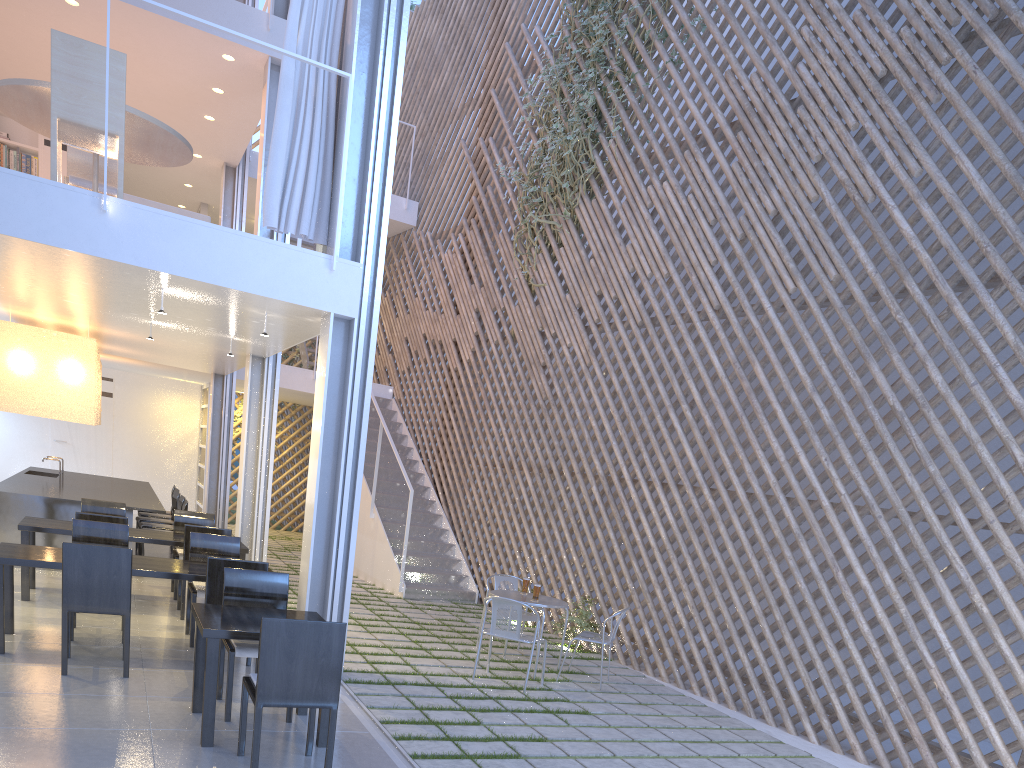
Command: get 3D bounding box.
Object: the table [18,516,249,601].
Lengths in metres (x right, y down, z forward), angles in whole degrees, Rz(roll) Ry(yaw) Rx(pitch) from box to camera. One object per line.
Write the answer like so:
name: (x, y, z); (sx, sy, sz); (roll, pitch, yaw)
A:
table: (-1.718, 0.844, 3.777); (0.933, 0.344, 0.332); (11, 2, -26)

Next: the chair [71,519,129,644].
chair: (-1.536, 0.737, 3.064); (0.194, 0.460, 0.221); (3, 11, -25)

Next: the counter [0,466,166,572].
counter: (-2.764, 0.847, 5.342); (0.830, 0.386, 2.409); (10, -6, -25)

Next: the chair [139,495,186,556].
chair: (-2.155, 0.887, 5.057); (0.242, 0.460, 0.176); (4, 12, -27)

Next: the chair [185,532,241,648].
chair: (-1.168, 0.818, 3.245); (0.194, 0.460, 0.221); (3, 11, -25)

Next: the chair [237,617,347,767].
chair: (-0.552, 0.765, 2.036); (0.194, 0.460, 0.221); (3, 11, -25)

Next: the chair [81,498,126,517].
chair: (-1.946, 0.778, 3.912); (0.194, 0.460, 0.221); (3, 11, -25)

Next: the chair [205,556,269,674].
chair: (-0.972, 0.799, 2.841); (0.194, 0.460, 0.221); (3, 11, -25)

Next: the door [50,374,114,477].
door: (-3.220, 0.281, 4.769); (0.485, 1.212, 5.313); (6, -5, -13)

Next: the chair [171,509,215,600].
chair: (-1.578, 0.859, 4.093); (0.194, 0.460, 0.221); (3, 11, -25)

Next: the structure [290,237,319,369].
structure: (-1.618, -0.957, 7.088); (0.538, 1.976, 1.179); (1, 11, -31)

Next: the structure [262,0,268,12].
structure: (-1.426, -1.890, 4.723); (0.028, 0.575, 1.627); (1, -1, -26)

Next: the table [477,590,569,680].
table: (0.051, 1.111, 3.669); (0.338, 0.349, 0.345); (11, 4, 27)

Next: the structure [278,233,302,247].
structure: (-0.856, -0.572, 3.481); (0.028, 0.575, 1.625); (1, -1, -26)

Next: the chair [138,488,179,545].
chair: (-2.430, 0.917, 5.643); (0.242, 0.460, 0.176); (4, 12, -27)

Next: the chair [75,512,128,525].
chair: (-1.751, 0.758, 3.508); (0.194, 0.460, 0.221); (3, 11, -25)

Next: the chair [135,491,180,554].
chair: (-2.305, 0.899, 5.343); (0.242, 0.460, 0.177); (3, 12, -30)

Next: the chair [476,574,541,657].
chair: (-0.014, 1.116, 3.964); (0.266, 0.398, 0.231); (5, 9, -25)

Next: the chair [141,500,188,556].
chair: (-2.018, 0.872, 4.763); (0.243, 0.460, 0.176); (4, 12, -23)

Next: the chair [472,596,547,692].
chair: (-0.004, 1.040, 3.341); (0.257, 0.398, 0.240); (11, 9, 19)

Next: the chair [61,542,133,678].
chair: (-1.340, 0.718, 2.660); (0.194, 0.460, 0.221); (3, 11, -25)

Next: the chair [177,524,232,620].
chair: (-1.383, 0.839, 3.689); (0.194, 0.460, 0.221); (3, 11, -25)

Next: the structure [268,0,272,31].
structure: (-1.318, -0.799, 2.204); (1.748, 3.464, 3.459); (4, 5, -26)

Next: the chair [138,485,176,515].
chair: (-2.568, 0.931, 5.935); (0.243, 0.460, 0.176); (4, 12, -23)

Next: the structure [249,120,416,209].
structure: (-1.263, -1.717, 5.873); (1.161, 0.593, 0.025); (10, 12, -25)

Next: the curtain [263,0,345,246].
curtain: (-0.662, -1.728, 2.305); (0.518, 2.539, 0.089); (2, 15, -27)

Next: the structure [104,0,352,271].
structure: (-0.934, -0.186, 1.801); (1.384, 1.874, 1.354); (5, 7, -25)

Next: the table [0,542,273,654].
table: (-1.329, 0.806, 2.972); (0.933, 0.344, 0.332); (11, 2, -26)

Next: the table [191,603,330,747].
table: (-0.710, 0.825, 2.332); (0.365, 0.347, 0.332); (7, 4, -25)

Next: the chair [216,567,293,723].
chair: (-0.762, 0.786, 2.469); (0.194, 0.460, 0.221); (3, 11, -25)

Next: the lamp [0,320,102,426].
lamp: (-2.788, -0.003, 5.066); (0.455, 0.438, 2.206); (7, -5, -25)

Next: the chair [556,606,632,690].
chair: (0.367, 1.133, 3.611); (0.245, 0.398, 0.251); (11, 8, 15)
